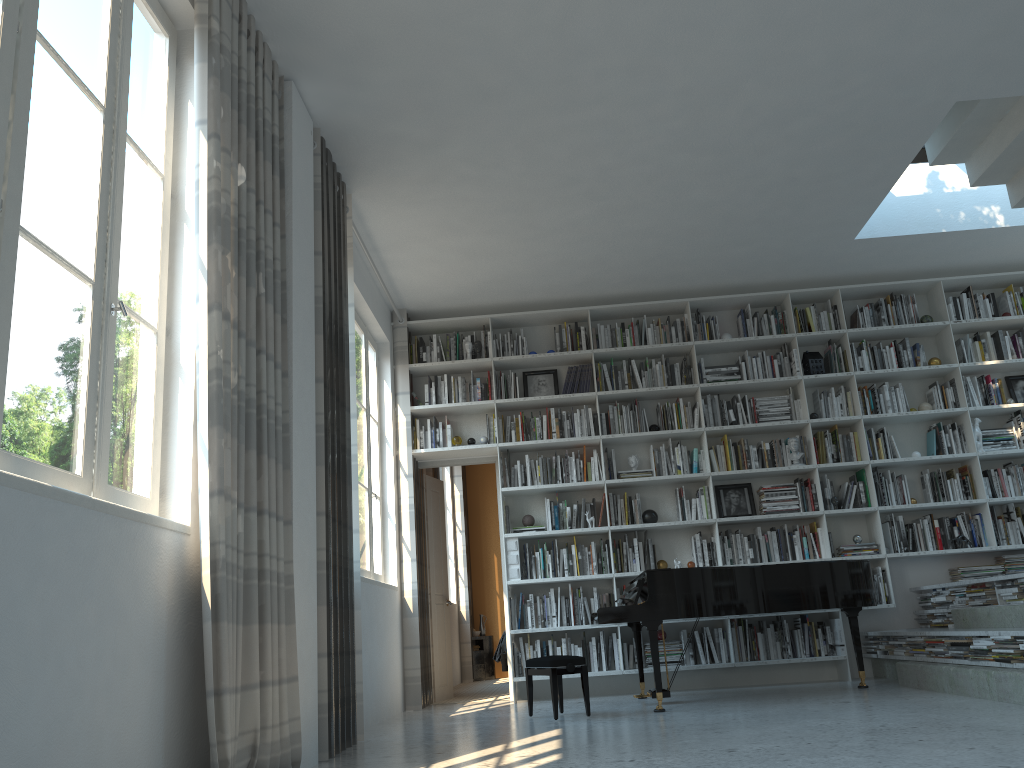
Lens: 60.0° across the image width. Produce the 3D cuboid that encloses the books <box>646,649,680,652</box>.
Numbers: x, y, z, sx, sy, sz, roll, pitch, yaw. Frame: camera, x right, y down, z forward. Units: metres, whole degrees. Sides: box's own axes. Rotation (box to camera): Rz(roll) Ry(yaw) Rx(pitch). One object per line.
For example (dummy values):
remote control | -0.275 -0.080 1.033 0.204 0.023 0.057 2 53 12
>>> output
books | 1.175 2.081 6.937 0.254 0.005 0.161 -4 -16 1

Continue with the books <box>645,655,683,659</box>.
books | 1.181 2.129 6.916 0.285 0.007 0.160 -3 -16 -2

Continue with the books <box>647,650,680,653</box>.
books | 1.176 2.093 6.936 0.254 0.005 0.161 -5 -16 2

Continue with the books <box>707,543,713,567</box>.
books | 1.574 1.381 7.114 0.031 0.194 0.142 -4 -16 2

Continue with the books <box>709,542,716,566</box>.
books | 1.600 1.372 7.101 0.024 0.200 0.159 -4 -16 2

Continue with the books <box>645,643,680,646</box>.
books | 1.176 2.040 6.950 0.254 0.005 0.161 -5 -16 2

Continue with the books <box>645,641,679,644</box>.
books | 1.175 2.024 6.952 0.254 0.005 0.161 -5 -16 3

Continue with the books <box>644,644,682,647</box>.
books | 1.176 2.049 6.941 0.285 0.005 0.160 -4 -16 -1

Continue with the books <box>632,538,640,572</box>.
books | 0.996 1.384 7.120 0.027 0.268 0.185 -4 -16 2

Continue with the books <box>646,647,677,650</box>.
books | 1.175 2.067 6.943 0.254 0.005 0.161 -5 -16 2

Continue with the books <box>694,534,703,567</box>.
books | 1.489 1.346 7.106 0.027 0.268 0.159 -4 -16 2

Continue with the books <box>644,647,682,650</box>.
books | 1.175 2.071 6.940 0.285 0.005 0.160 -4 -16 1

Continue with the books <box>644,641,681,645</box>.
books | 1.175 2.030 6.954 0.285 0.005 0.160 -5 -16 2

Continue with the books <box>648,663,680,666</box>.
books | 1.184 2.182 6.902 0.254 0.007 0.161 -6 -16 6

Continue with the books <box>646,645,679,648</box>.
books | 1.176 2.054 6.938 0.254 0.005 0.161 -6 -16 6

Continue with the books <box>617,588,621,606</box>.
books | 0.850 1.762 7.046 0.023 0.265 0.135 -4 -15 2

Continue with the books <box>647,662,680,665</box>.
books | 1.184 2.178 6.913 0.254 0.007 0.161 -5 -16 2

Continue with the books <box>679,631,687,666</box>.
books | 1.331 2.062 6.918 0.012 0.253 0.161 -4 -16 2

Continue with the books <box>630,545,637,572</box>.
books | 0.973 1.412 7.117 0.021 0.214 0.172 -4 -16 2

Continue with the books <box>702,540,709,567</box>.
books | 1.542 1.365 7.100 0.029 0.220 0.153 -4 -16 2

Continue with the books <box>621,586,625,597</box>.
books | 0.891 1.749 7.039 0.010 0.281 0.149 -4 -15 2

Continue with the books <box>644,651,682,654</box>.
books | 1.180 2.098 6.935 0.285 0.007 0.160 -5 -16 2

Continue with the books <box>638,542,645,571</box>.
books | 1.038 1.399 7.131 0.029 0.240 0.136 -4 -15 2

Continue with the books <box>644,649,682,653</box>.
books | 1.176 2.086 6.933 0.285 0.005 0.160 -4 -16 0

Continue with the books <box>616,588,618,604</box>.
books | 0.832 1.754 7.048 0.012 0.284 0.160 -4 -15 2

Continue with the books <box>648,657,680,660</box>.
books | 1.182 2.135 6.915 0.254 0.007 0.161 -3 -16 -2

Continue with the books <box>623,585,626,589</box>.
books | 0.902 1.746 7.042 0.013 0.287 0.161 -4 -15 2

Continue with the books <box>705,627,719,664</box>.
books | 1.546 2.036 6.919 0.073 0.275 0.181 -4 -16 2

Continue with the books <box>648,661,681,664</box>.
books | 1.183 2.170 6.912 0.254 0.007 0.161 -5 -16 3

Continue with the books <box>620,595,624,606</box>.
books | 0.876 1.784 7.033 0.026 0.212 0.140 -4 -16 2

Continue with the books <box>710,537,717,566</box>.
books | 1.621 1.358 7.131 0.019 0.241 0.108 -4 -15 2

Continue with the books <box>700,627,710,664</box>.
books | 1.502 2.037 6.908 0.012 0.274 0.180 -4 -16 2

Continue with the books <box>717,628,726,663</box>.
books | 1.619 2.033 6.898 0.024 0.259 0.190 -4 -16 2

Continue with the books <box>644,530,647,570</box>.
books | 1.073 1.350 7.126 0.050 0.327 0.167 -4 -15 2

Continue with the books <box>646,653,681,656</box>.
books | 1.180 2.111 6.928 0.254 0.007 0.161 -5 -16 3

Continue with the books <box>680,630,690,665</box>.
books | 1.353 2.059 6.933 0.031 0.265 0.145 -4 -15 2

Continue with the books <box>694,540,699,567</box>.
books | 1.470 1.373 7.119 0.015 0.225 0.148 -4 -16 2

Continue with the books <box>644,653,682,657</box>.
books | 1.180 2.115 6.918 0.285 0.007 0.160 -3 -16 -3

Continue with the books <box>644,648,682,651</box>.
books | 1.175 2.076 6.939 0.285 0.005 0.160 -5 -16 3

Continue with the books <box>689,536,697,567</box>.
books | 1.455 1.359 7.115 0.012 0.253 0.161 -4 -16 2

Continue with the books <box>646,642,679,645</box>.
books | 1.175 2.035 6.952 0.254 0.005 0.161 -5 -16 2

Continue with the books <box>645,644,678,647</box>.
books | 1.176 2.043 6.938 0.254 0.005 0.161 -3 -16 -3

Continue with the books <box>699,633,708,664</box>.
books | 1.493 2.060 6.910 0.011 0.231 0.174 -4 -16 2

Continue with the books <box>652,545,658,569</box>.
books | 1.141 1.404 7.121 0.023 0.211 0.160 -4 -16 2

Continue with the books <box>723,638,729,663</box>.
books | 1.647 2.074 6.902 0.024 0.179 0.172 -4 -16 2

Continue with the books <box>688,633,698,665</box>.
books | 1.413 2.067 6.927 0.028 0.237 0.136 -4 -15 2

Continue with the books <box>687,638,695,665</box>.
books | 1.385 2.083 6.912 0.029 0.201 0.178 -4 -16 2

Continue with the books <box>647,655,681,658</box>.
books | 1.181 2.124 6.925 0.254 0.007 0.161 -5 -16 3

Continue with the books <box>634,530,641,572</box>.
books | 1.014 1.356 7.153 0.013 0.338 0.138 -4 -15 2

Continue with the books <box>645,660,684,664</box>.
books | 1.182 2.162 6.907 0.285 0.007 0.160 -3 -16 -2

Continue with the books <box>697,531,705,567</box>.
books | 1.519 1.336 7.118 0.014 0.290 0.132 -4 -15 2

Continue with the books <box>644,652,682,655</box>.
books | 1.180 2.105 6.931 0.285 0.007 0.160 -5 -16 3

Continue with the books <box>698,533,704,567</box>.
books | 1.508 1.344 7.120 0.010 0.276 0.156 -4 -15 2

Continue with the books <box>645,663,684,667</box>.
books | 1.184 2.191 6.910 0.285 0.007 0.160 -5 -16 2

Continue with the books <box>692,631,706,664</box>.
books | 1.456 2.054 6.916 0.062 0.252 0.178 -4 -16 2

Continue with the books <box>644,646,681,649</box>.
books | 1.174 2.059 6.936 0.285 0.005 0.160 -3 -16 -2

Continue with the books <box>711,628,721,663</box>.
books | 1.597 2.044 6.928 0.025 0.258 0.133 -4 -15 2

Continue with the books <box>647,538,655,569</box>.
books | 1.113 1.378 7.114 0.027 0.260 0.164 -4 -16 2
